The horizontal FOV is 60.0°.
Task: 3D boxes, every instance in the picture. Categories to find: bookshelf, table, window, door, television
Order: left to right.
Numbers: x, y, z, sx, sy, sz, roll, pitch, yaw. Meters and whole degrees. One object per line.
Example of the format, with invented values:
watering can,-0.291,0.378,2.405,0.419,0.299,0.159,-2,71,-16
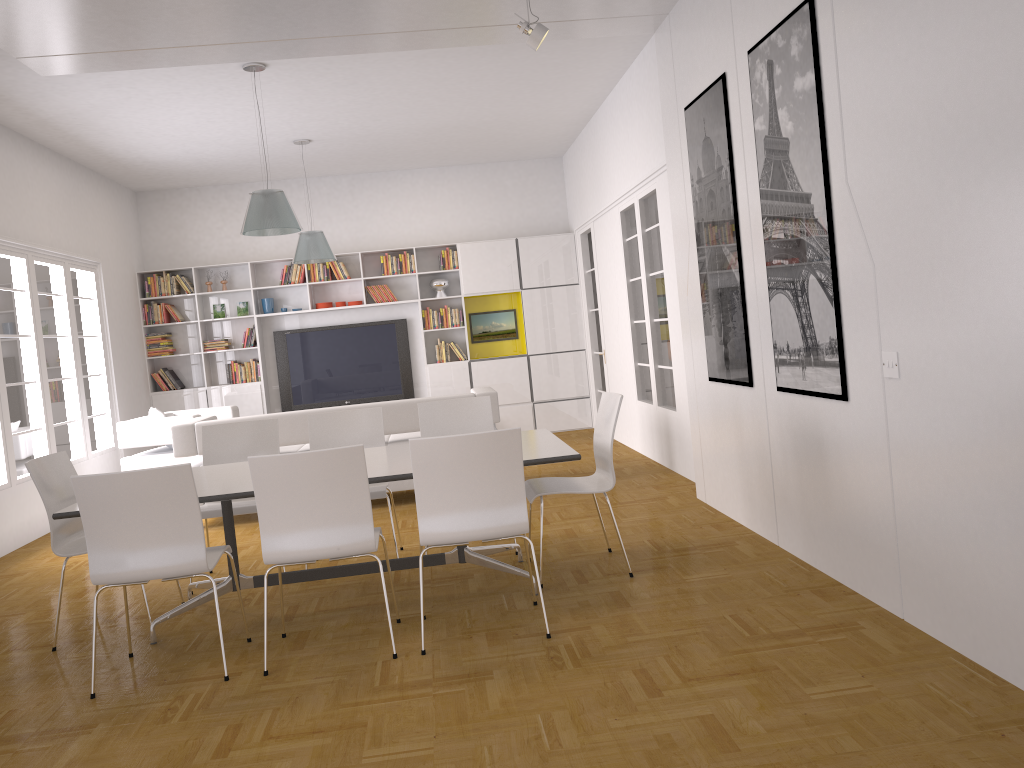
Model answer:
window,-4.188,0.014,7.842,0.195,2.526,3.353,-6,3,-5
table,-0.889,0.784,4.696,2.411,0.721,1.212,-6,3,-5
television,-2.103,-0.201,11.167,1.660,1.087,0.082,-6,2,-5
bookshelf,-1.761,-0.402,11.128,5.366,2.478,0.390,-6,2,-5
door,1.000,-0.624,10.462,0.139,2.452,1.009,-6,2,-5

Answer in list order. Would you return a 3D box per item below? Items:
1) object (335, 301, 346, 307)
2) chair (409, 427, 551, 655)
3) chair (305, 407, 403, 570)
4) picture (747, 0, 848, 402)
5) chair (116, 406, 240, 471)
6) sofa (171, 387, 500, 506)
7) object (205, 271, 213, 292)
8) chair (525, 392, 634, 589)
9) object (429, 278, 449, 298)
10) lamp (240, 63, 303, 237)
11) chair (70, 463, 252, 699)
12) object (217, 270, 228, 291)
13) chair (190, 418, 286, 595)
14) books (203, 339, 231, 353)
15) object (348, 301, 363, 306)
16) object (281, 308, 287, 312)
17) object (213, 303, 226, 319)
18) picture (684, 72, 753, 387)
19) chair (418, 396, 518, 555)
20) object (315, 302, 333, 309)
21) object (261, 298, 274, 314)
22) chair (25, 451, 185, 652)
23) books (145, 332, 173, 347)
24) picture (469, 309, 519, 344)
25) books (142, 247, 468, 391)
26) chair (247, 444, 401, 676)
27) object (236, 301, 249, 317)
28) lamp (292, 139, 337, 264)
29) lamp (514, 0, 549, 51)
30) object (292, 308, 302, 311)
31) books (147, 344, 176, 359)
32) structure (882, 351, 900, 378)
object,-2.133,-0.986,11.047,0.129,0.073,0.129,-6,3,-9
chair,-0.173,0.655,3.978,0.561,0.930,0.576,-6,3,-5
chair,-1.003,0.648,5.465,0.561,0.930,0.576,-6,3,-5
picture,1.347,-0.826,4.259,0.016,1.779,0.787,-6,2,-5
chair,-3.285,0.649,8.911,0.801,0.910,1.097,-5,3,5
sofa,-1.414,0.589,7.574,2.623,0.848,0.823,-6,3,-5
object,-3.705,-1.261,10.912,0.120,0.279,0.179,-6,3,0
chair,0.352,0.544,4.825,0.575,0.930,0.561,-6,3,-5
object,-0.910,-1.198,11.154,0.256,0.239,0.257,-6,3,3
lamp,-1.877,-1.769,6.685,0.464,1.249,0.465,-6,2,-6
chair,-1.522,0.797,3.854,0.561,0.930,0.576,-6,3,-5
object,-3.587,-1.264,10.941,0.179,0.259,0.119,-5,3,15
chair,-1.657,0.717,5.404,0.561,0.930,0.576,-6,3,-5
books,-3.628,-0.467,10.927,0.284,0.153,0.207,-6,3,-5
object,-1.952,-1.000,11.045,0.182,0.054,0.183,-6,3,-9
object,-2.818,-0.910,10.972,0.078,0.056,0.078,-5,3,20
object,-3.638,-0.900,11.014,0.144,0.190,0.052,-6,2,-5
picture,1.240,-0.884,5.395,0.013,1.779,0.787,-6,2,-5
chair,-0.308,0.575,5.529,0.561,0.930,0.576,-6,3,-5
object,-2.335,-0.971,11.028,0.211,0.073,0.211,-8,4,-30
object,-3.012,-0.958,10.952,0.147,0.192,0.147,-6,3,-16
chair,-2.111,0.810,4.597,0.575,0.930,0.561,-6,3,-5
books,-4.321,-0.544,10.858,0.252,0.153,0.207,-6,3,-5
picture,-0.235,-0.739,11.367,0.609,0.388,0.007,-6,2,-5
books,-2.543,-0.820,11.006,3.863,1.454,0.235,-6,2,-5
chair,-0.827,0.724,3.918,0.561,0.930,0.576,-6,3,-5
object,-3.352,-0.930,11.041,0.144,0.190,0.052,-6,2,-5
lamp,-2.119,-1.898,9.216,0.464,1.249,0.465,-6,2,-6
lamp,0.133,-2.150,5.231,0.173,0.364,0.167,-4,3,37
object,-2.662,-0.915,10.987,0.124,0.032,0.123,-7,4,-20
books,-4.291,-0.398,10.865,0.284,0.153,0.207,-6,3,-5
structure,1.499,-0.077,3.513,0.013,0.104,0.114,-6,3,-5
